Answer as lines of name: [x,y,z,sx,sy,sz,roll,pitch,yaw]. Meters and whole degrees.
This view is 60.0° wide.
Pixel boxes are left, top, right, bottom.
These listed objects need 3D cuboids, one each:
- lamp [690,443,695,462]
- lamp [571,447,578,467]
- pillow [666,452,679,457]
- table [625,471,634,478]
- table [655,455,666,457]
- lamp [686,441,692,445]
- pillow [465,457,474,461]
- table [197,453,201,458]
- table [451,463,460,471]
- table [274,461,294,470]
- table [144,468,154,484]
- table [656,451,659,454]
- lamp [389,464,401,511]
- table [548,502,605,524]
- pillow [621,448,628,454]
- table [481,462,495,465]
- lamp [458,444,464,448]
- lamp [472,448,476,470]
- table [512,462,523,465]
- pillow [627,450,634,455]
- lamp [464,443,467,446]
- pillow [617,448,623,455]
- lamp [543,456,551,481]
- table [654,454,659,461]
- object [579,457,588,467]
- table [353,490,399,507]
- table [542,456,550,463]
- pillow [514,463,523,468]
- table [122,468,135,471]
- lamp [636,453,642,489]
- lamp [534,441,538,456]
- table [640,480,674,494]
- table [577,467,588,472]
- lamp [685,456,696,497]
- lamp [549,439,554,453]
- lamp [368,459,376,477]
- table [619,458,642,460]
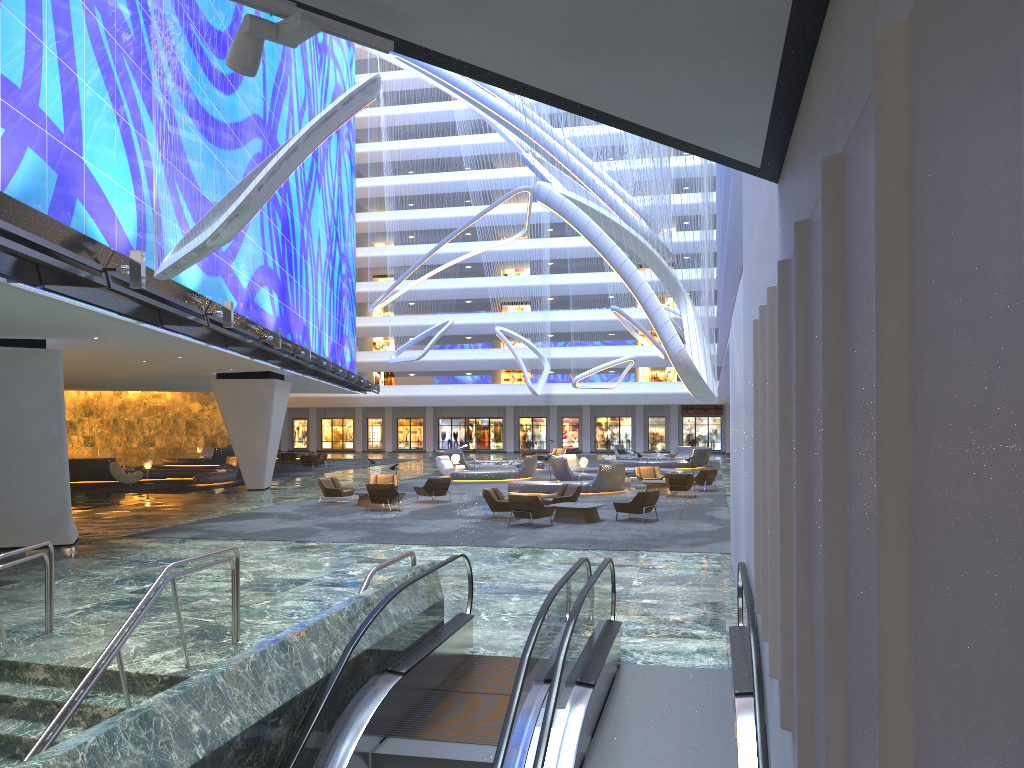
lamp: [8.879,3.528,43.422,0.202,1.300,0.384,0,0,-28]
lamp: [2.663,3.322,37.413,0.384,1.300,0.202,-1,0,30]
pillow: [8.627,3.782,47.523,0.692,0.262,0.878,1,-2,-25]
table: [4.239,3.684,35.366,1.203,0.392,1.204,-1,-2,13]
table: [8.457,4.250,50.404,0.671,0.406,0.674,-1,-2,9]
lamp: [9.490,3.682,47.435,0.384,1.300,0.202,0,0,12]
pillow: [-2.156,3.779,44.548,0.443,0.207,0.445,1,-2,-26]
table: [-18.190,4.302,51.494,0.418,0.595,0.428,0,-1,12]
table: [-2.464,3.716,38.325,0.418,0.595,0.428,0,-1,-13]
table: [-11.650,4.127,44.878,1.203,0.392,1.204,1,-2,-23]
table: [-14.391,3.642,35.036,0.427,0.595,0.418,0,-1,12]
table: [8.503,4.192,51.803,0.418,0.595,0.428,0,-1,-33]
lamp: [-3.226,2.843,24.448,0.384,1.300,0.202,-1,0,30]
table: [1.592,3.166,21.782,1.203,0.392,1.203,-1,-2,31]
pillow: [6.542,3.873,51.364,0.315,0.386,0.785,-1,-2,28]
table: [-1.150,3.990,42.617,0.673,0.406,0.671,-1,-2,32]
lamp: [-2.516,3.568,43.112,0.384,1.300,0.202,0,0,6]
lamp: [-1.605,3.354,37.732,0.202,1.300,0.384,0,0,-12]
table: [0.365,3.981,42.560,0.673,0.406,0.671,1,-2,-25]
pillow: [6.809,3.973,51.603,0.684,0.280,0.874,1,-3,-40]
lamp: [-2.425,3.661,45.524,0.202,1.300,0.384,0,0,-33]
pillow: [6.332,3.899,51.376,0.295,0.368,0.769,-1,-2,25]
lamp: [1.182,3.012,29.296,0.384,1.300,0.202,-1,0,30]
table: [7.656,4.013,47.108,0.418,0.595,0.428,0,-1,9]
object: [2.808,3.058,34.653,0.367,0.387,0.318,-1,-1,20]
table: [-3.983,3.356,25.994,1.203,0.392,1.204,-1,-2,13]
table: [1.622,4.269,50.050,1.203,0.392,1.203,2,-3,-42]
pillow: [0.576,3.420,37.295,0.692,0.262,0.877,-1,-2,21]
table: [-17.034,3.937,39.389,0.671,0.406,0.674,0,-2,0]
lamp: [4.508,3.083,31.506,0.202,1.300,0.384,0,0,29]
lamp: [1.348,3.754,48.349,0.202,1.300,0.384,0,0,-25]
table: [4.927,3.462,29.751,1.203,0.392,1.204,-1,-2,12]
table: [2.763,3.548,34.631,0.418,0.595,0.428,0,-1,12]
lamp: [5.683,2.949,28.205,0.384,1.300,0.202,-1,0,30]
lamp: [2.289,3.882,51.725,0.384,1.300,0.202,0,0,-26]
lamp: [-4.401,2.977,27.750,0.202,1.300,0.384,0,0,29]
table: [6.199,4.106,46.424,1.203,0.392,1.204,-1,-2,13]
